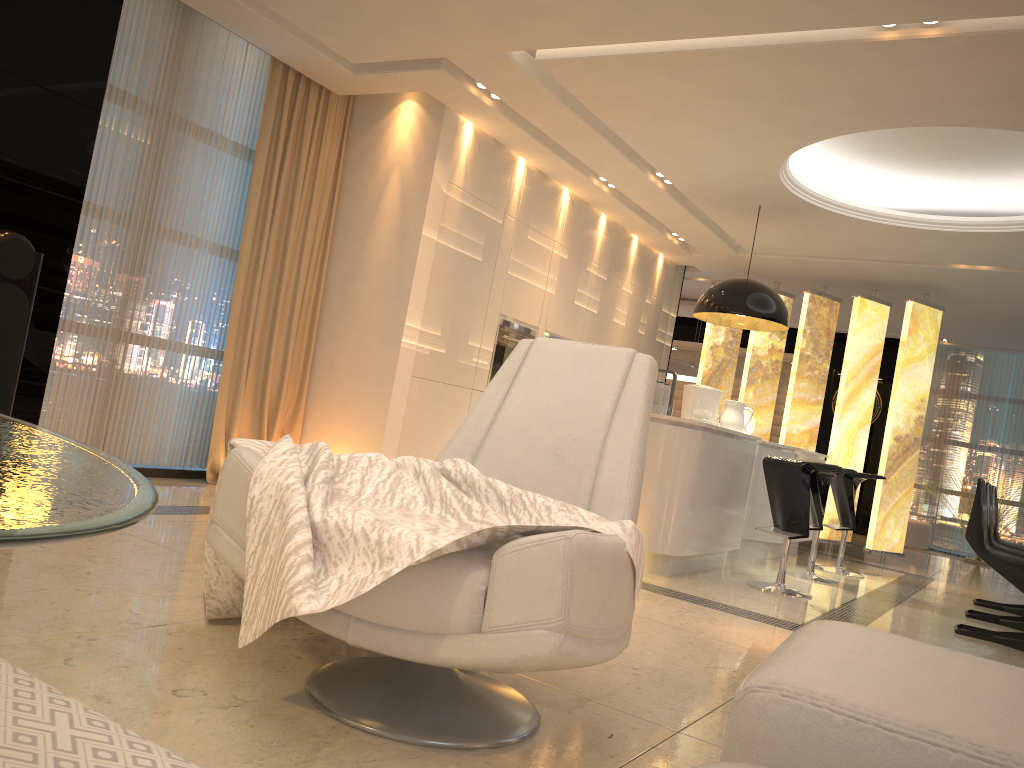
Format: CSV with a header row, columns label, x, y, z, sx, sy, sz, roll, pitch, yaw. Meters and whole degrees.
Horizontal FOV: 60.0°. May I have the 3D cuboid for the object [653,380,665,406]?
label,x,y,z,sx,sy,sz,roll,pitch,yaw
object,0.880,0.086,5.387,0.071,0.219,0.071,9,-2,22

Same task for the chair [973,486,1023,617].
label,x,y,z,sx,sy,sz,roll,pitch,yaw
chair,3.620,1.196,6.318,0.496,0.858,0.523,9,-2,31

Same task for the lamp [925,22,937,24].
label,x,y,z,sx,sy,sz,roll,pitch,yaw
lamp,1.754,-1.573,3.701,0.107,0.127,0.107,10,-2,13

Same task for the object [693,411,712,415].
label,x,y,z,sx,sy,sz,roll,pitch,yaw
object,1.354,0.232,6.330,0.138,0.051,0.138,11,-2,-11

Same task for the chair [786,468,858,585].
label,x,y,z,sx,sy,sz,roll,pitch,yaw
chair,2.128,0.953,6.153,0.380,0.789,0.380,10,-2,14

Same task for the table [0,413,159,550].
label,x,y,z,sx,sy,sz,roll,pitch,yaw
table,-1.320,0.241,1.168,2.140,0.565,0.999,9,-2,30

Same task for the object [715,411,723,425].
label,x,y,z,sx,sy,sz,roll,pitch,yaw
object,1.557,0.288,6.927,0.211,0.174,0.211,11,-2,-11

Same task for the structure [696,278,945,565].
label,x,y,z,sx,sy,sz,roll,pitch,yaw
structure,2.870,0.284,8.745,2.180,2.555,0.448,9,-2,31

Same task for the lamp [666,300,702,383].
label,x,y,z,sx,sy,sz,roll,pitch,yaw
lamp,2.055,-0.601,11.624,1.578,0.995,0.939,9,-2,31

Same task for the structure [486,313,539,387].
label,x,y,z,sx,sy,sz,roll,pitch,yaw
structure,-0.189,-0.232,7.033,0.595,0.597,0.609,9,-2,31

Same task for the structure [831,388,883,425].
label,x,y,z,sx,sy,sz,roll,pitch,yaw
structure,4.721,0.283,12.145,0.669,0.669,0.048,9,-2,31

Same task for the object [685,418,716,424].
label,x,y,z,sx,sy,sz,roll,pitch,yaw
object,1.346,0.271,6.328,0.229,0.016,0.229,11,-2,-29

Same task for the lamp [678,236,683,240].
label,x,y,z,sx,sy,sz,roll,pitch,yaw
lamp,1.627,-1.427,8.411,0.107,0.127,0.107,9,-2,28

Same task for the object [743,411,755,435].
label,x,y,z,sx,sy,sz,roll,pitch,yaw
object,1.776,0.306,6.877,0.212,0.214,0.213,11,-2,-8

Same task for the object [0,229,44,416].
label,x,y,z,sx,sy,sz,roll,pitch,yaw
object,-2.371,-0.122,3.845,0.468,1.127,0.285,9,-2,31

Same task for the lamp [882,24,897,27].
label,x,y,z,sx,sy,sz,roll,pitch,yaw
lamp,1.616,-1.595,3.783,0.107,0.127,0.107,10,-2,13

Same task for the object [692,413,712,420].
label,x,y,z,sx,sy,sz,roll,pitch,yaw
object,1.352,0.243,6.330,0.138,0.051,0.138,11,-2,-11

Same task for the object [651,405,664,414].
label,x,y,z,sx,sy,sz,roll,pitch,yaw
object,0.849,0.157,5.296,0.111,0.062,0.111,12,-3,-37

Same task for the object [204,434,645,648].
label,x,y,z,sx,sy,sz,roll,pitch,yaw
object,-0.303,0.472,2.375,0.972,0.580,1.347,11,-2,-21

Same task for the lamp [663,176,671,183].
label,x,y,z,sx,sy,sz,roll,pitch,yaw
lamp,1.187,-1.570,6.651,0.107,0.127,0.107,10,-2,13

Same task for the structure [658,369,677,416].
label,x,y,z,sx,sy,sz,roll,pitch,yaw
structure,0.938,0.059,5.622,0.177,0.310,0.089,9,-2,31

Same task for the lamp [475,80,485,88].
label,x,y,z,sx,sy,sz,roll,pitch,yaw
lamp,-0.167,-1.863,5.382,0.107,0.127,0.107,10,-2,20

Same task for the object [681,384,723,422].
label,x,y,z,sx,sy,sz,roll,pitch,yaw
object,1.410,0.173,6.654,0.288,0.330,0.288,12,-3,-41

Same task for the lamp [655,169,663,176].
label,x,y,z,sx,sy,sz,roll,pitch,yaw
lamp,1.104,-1.590,6.511,0.107,0.127,0.107,10,-2,13

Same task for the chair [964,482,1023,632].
label,x,y,z,sx,sy,sz,roll,pitch,yaw
chair,3.191,1.092,5.593,0.496,0.858,0.523,9,-2,31

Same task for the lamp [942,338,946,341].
label,x,y,z,sx,sy,sz,roll,pitch,yaw
lamp,5.544,-0.609,11.298,0.107,0.127,0.107,12,-3,-40

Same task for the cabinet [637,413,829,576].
label,x,y,z,sx,sy,sz,roll,pitch,yaw
cabinet,1.413,0.790,6.609,1.046,0.887,3.752,9,-2,31

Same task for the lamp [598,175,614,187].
label,x,y,z,sx,sy,sz,roll,pitch,yaw
lamp,0.768,-1.635,6.961,0.107,0.127,0.270,9,-2,31

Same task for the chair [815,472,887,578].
label,x,y,z,sx,sy,sz,roll,pitch,yaw
chair,2.583,1.061,6.843,0.380,0.789,0.380,10,-2,-1

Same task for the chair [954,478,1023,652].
label,x,y,z,sx,sy,sz,roll,pitch,yaw
chair,2.752,0.985,4.852,0.496,0.858,0.523,9,-2,31

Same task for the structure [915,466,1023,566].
label,x,y,z,sx,sy,sz,roll,pitch,yaw
structure,5.603,1.563,10.514,1.275,1.142,1.282,11,-2,-12

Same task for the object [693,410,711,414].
label,x,y,z,sx,sy,sz,roll,pitch,yaw
object,1.355,0.226,6.330,0.138,0.051,0.138,11,-2,-11

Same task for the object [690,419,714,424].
label,x,y,z,sx,sy,sz,roll,pitch,yaw
object,1.345,0.276,6.328,0.229,0.016,0.229,11,-2,-29

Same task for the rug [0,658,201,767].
label,x,y,z,sx,sy,sz,roll,pitch,yaw
rug,-1.389,0.529,1.179,2.900,0.020,1.661,9,-2,31

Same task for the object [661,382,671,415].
label,x,y,z,sx,sy,sz,roll,pitch,yaw
object,0.934,0.099,5.478,0.071,0.219,0.071,10,-2,8

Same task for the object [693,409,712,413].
label,x,y,z,sx,sy,sz,roll,pitch,yaw
object,1.357,0.215,6.331,0.138,0.051,0.138,11,-2,-11

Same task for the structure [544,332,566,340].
label,x,y,z,sx,sy,sz,roll,pitch,yaw
structure,0.209,-0.196,7.666,0.446,0.450,0.659,9,-2,31

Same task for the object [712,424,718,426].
label,x,y,z,sx,sy,sz,roll,pitch,yaw
object,1.343,0.293,6.328,0.264,0.033,0.264,10,-2,0

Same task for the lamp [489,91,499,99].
label,x,y,z,sx,sy,sz,roll,pitch,yaw
lamp,-0.084,-1.843,5.521,0.107,0.127,0.107,10,-2,20

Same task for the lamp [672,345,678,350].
label,x,y,z,sx,sy,sz,roll,pitch,yaw
lamp,2.653,-0.622,14.444,0.107,0.127,0.107,10,-2,13

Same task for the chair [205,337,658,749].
label,x,y,z,sx,sy,sz,roll,pitch,yaw
chair,-0.066,0.312,2.321,1.027,0.991,0.983,9,-2,31

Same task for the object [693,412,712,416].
label,x,y,z,sx,sy,sz,roll,pitch,yaw
object,1.353,0.237,6.330,0.138,0.051,0.138,11,-2,-11

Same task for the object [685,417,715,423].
label,x,y,z,sx,sy,sz,roll,pitch,yaw
object,1.347,0.267,6.328,0.229,0.016,0.229,11,-2,-29

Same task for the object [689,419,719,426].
label,x,y,z,sx,sy,sz,roll,pitch,yaw
object,1.344,0.287,6.328,0.264,0.033,0.264,10,-2,0

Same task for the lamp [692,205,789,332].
label,x,y,z,sx,sy,sz,roll,pitch,yaw
lamp,1.789,-0.904,6.665,0.710,0.898,0.710,9,-3,42

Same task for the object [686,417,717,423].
label,x,y,z,sx,sy,sz,roll,pitch,yaw
object,1.348,0.262,6.329,0.229,0.016,0.229,11,-2,-29

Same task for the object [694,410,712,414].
label,x,y,z,sx,sy,sz,roll,pitch,yaw
object,1.356,0.220,6.330,0.138,0.051,0.138,11,-2,-11

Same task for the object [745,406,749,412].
label,x,y,z,sx,sy,sz,roll,pitch,yaw
object,1.954,0.289,7.705,0.256,0.212,0.249,11,-2,-23

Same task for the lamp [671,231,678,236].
label,x,y,z,sx,sy,sz,roll,pitch,yaw
lamp,1.544,-1.447,8.271,0.107,0.127,0.107,10,-2,13

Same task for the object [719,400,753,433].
label,x,y,z,sx,sy,sz,roll,pitch,yaw
object,1.678,0.260,6.676,0.211,0.254,0.183,11,-2,-7

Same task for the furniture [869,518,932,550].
label,x,y,z,sx,sy,sz,roll,pitch,yaw
furniture,4.956,1.873,11.332,0.735,0.357,0.735,9,-2,33

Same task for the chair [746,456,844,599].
label,x,y,z,sx,sy,sz,roll,pitch,yaw
chair,1.655,0.835,5.275,0.380,0.789,0.380,11,-2,-26

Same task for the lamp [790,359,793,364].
label,x,y,z,sx,sy,sz,roll,pitch,yaw
lamp,4.278,-0.361,13.444,0.107,0.127,0.107,10,-2,13

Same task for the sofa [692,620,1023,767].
label,x,y,z,sx,sy,sz,roll,pitch,yaw
sofa,0.315,0.423,0.093,1.145,0.754,2.328,9,-2,31
